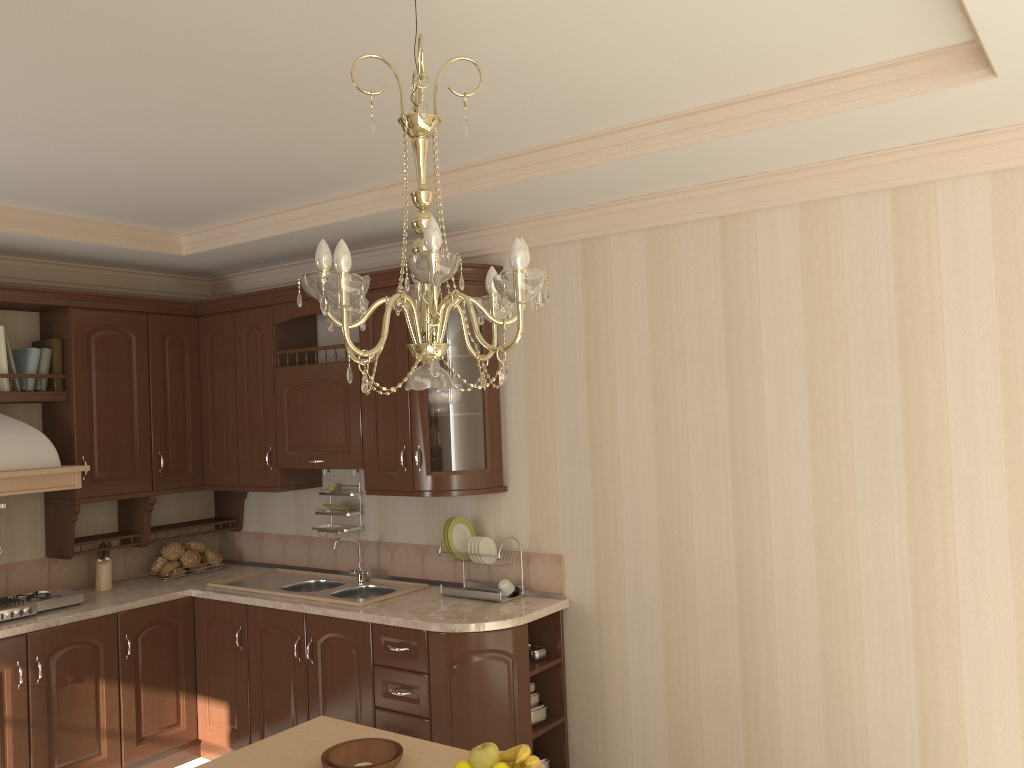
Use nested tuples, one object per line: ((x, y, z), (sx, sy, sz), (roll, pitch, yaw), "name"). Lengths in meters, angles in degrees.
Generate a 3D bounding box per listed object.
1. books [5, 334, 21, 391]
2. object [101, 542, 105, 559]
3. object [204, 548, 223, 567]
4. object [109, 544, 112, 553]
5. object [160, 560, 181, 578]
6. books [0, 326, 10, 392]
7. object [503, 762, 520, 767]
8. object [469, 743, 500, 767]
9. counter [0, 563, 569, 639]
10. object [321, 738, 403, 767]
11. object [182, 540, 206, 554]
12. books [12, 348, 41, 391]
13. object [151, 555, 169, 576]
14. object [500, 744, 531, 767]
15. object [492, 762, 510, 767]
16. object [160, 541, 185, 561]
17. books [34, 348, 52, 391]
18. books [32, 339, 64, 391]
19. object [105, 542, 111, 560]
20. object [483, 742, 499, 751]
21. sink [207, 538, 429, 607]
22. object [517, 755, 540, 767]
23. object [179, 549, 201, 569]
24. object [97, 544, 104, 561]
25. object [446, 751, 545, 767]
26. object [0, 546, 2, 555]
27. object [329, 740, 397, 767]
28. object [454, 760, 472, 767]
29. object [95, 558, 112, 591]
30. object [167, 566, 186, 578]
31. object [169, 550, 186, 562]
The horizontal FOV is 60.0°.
((-2.393, -0.094, 4.172), (0.194, 0.271, 0.068), (-3, -2, 35), "books")
((-2.092, 0.904, 4.524), (0.027, 0.191, 0.052), (-2, -2, -9), "object")
((-1.655, 0.959, 4.910), (0.097, 0.106, 0.117), (-2, -2, -9), "object")
((-2.074, 0.899, 4.550), (0.022, 0.159, 0.050), (-2, -2, 5), "object")
((-1.817, 0.986, 4.718), (0.104, 0.092, 0.114), (-2, -2, -8), "object")
((-2.411, -0.112, 4.137), (0.194, 0.305, 0.042), (-3, -2, 35), "books")
((-0.013, 0.898, 2.015), (0.076, 0.065, 0.077), (-3, -2, 12), "object")
((-0.062, 0.849, 2.010), (0.068, 0.061, 0.069), (-1, -2, -38), "object")
((-1.493, 1.004, 3.454), (2.422, 0.034, 2.603), (-3, -2, 35), "counter")
((-0.375, 0.946, 2.223), (0.204, 0.042, 0.204), (-2, -2, -16), "object")
((-1.754, 0.900, 4.888), (0.125, 0.078, 0.112), (-3, -2, 30), "object")
((-2.337, -0.064, 4.239), (0.205, 0.209, 0.086), (-3, -2, 35), "books")
((-1.883, 0.971, 4.748), (0.092, 0.109, 0.123), (-2, -2, 3), "object")
((0.005, 0.857, 2.022), (0.066, 0.085, 0.184), (-2, -2, -17), "object")
((-0.022, 0.865, 1.961), (0.051, 0.053, 0.045), (-3, -2, 24), "object")
((-1.821, 0.898, 4.764), (0.100, 0.105, 0.118), (-3, -2, 30), "object")
((-2.300, -0.064, 4.276), (0.205, 0.209, 0.080), (-3, -2, 35), "books")
((-2.265, -0.087, 4.332), (0.205, 0.254, 0.052), (-3, -2, 35), "books")
((-2.059, 0.907, 4.515), (0.027, 0.198, 0.053), (-3, -2, 19), "object")
((-0.058, 0.858, 2.063), (0.054, 0.046, 0.047), (-2, -2, -13), "object")
((-0.965, 0.921, 4.326), (1.077, 0.348, 0.448), (-3, -2, 35), "sink")
((0.024, 0.874, 2.014), (0.064, 0.094, 0.176), (-2, -2, -18), "object")
((-1.740, 0.946, 4.793), (0.110, 0.102, 0.115), (-2, -2, -26), "object")
((-2.089, 0.913, 4.493), (0.027, 0.198, 0.053), (-3, -2, 19), "object")
((-0.039, 0.910, 2.011), (0.235, 0.068, 0.235), (-2, -2, -8), "object")
((-2.438, 0.709, 4.183), (0.049, 0.219, 0.049), (-3, -2, 13), "object")
((-0.373, 0.942, 2.223), (0.168, 0.034, 0.168), (-1, -2, -44), "object")
((-0.108, 0.878, 2.007), (0.045, 0.047, 0.055), (-2, -2, -23), "object")
((-2.071, 0.964, 4.506), (0.078, 0.148, 0.151), (-2, -2, -17), "object")
((-1.811, 1.006, 4.763), (0.119, 0.058, 0.114), (-2, -2, 0), "object")
((-1.830, 0.943, 4.841), (0.110, 0.092, 0.113), (-2, -2, -3), "object")
